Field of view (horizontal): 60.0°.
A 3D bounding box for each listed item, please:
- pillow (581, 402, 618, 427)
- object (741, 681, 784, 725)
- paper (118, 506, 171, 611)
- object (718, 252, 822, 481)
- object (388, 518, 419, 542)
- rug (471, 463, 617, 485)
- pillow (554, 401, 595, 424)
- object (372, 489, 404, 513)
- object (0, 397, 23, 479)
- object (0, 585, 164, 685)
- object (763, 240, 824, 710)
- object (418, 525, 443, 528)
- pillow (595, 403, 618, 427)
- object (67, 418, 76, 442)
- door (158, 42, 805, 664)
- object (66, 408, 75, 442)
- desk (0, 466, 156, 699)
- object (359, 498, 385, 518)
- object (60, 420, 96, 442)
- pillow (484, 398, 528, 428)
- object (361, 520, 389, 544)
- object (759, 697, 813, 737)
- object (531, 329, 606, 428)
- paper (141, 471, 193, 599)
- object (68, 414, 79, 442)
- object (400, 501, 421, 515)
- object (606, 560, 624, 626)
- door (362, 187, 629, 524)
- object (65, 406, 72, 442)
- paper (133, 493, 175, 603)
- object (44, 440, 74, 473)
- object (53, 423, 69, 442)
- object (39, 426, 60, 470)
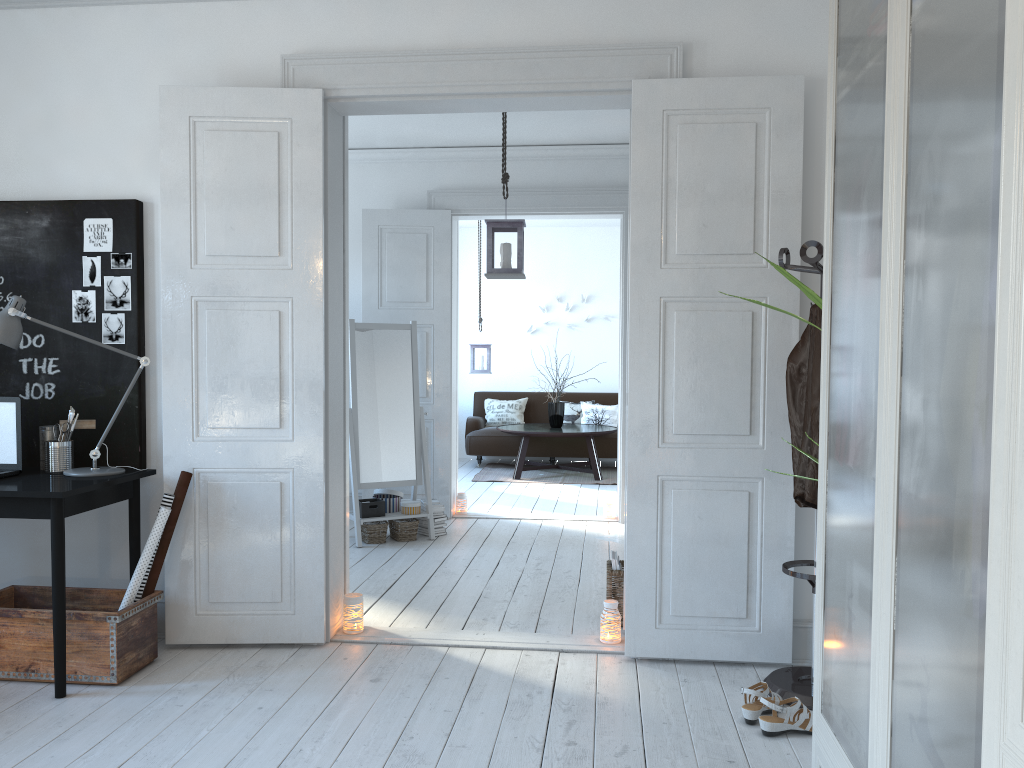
[{"bbox_3d":[1.004,0.359,10.158,0.471,0.309,0.188,1,2,7],"label":"pillow"},{"bbox_3d":[0.873,1.093,3.110,0.099,0.126,0.272,2,3,39],"label":"object"},{"bbox_3d":[-1.486,0.796,3.486,0.283,0.627,0.041,0,3,-16],"label":"paper"},{"bbox_3d":[1.035,0.402,2.326,1.043,1.555,0.288,2,3,36],"label":"object"},{"bbox_3d":[-0.747,0.991,6.080,0.185,0.140,0.295,0,2,-22],"label":"object"},{"bbox_3d":[0.484,0.938,9.482,1.710,0.055,1.455,1,2,7],"label":"rug"},{"bbox_3d":[0.722,0.363,10.266,0.473,0.348,0.158,1,3,4],"label":"pillow"},{"bbox_3d":[-0.865,0.798,6.163,0.207,0.159,0.241,1,2,14],"label":"object"},{"bbox_3d":[-2.201,0.212,3.420,0.445,0.315,0.325,1,2,6],"label":"object"},{"bbox_3d":[-1.771,0.986,3.496,0.664,0.282,0.339,1,2,6],"label":"object"},{"bbox_3d":[1.136,0.322,3.272,0.374,1.660,0.374,1,3,14],"label":"object"},{"bbox_3d":[-0.576,0.994,6.233,0.111,0.014,0.156,-1,2,-41],"label":"object"},{"bbox_3d":[1.216,0.370,10.249,0.542,0.288,0.182,1,2,7],"label":"pillow"},{"bbox_3d":[-1.841,0.251,3.664,0.009,0.222,0.082,2,3,36],"label":"object"},{"bbox_3d":[-0.139,-0.124,3.834,2.598,2.507,0.577,1,3,6],"label":"door"},{"bbox_3d":[-1.842,0.229,3.673,0.062,0.264,0.012,-2,4,-41],"label":"object"},{"bbox_3d":[-2.124,0.745,3.523,1.159,0.759,0.650,1,2,6],"label":"desk"},{"bbox_3d":[-0.955,0.832,5.942,0.165,0.103,0.155,-1,2,-29],"label":"object"},{"bbox_3d":[-1.818,0.255,3.710,0.138,0.209,0.034,0,3,-14],"label":"object"},{"bbox_3d":[-0.076,0.342,10.391,0.519,0.367,0.238,1,2,6],"label":"pillow"},{"bbox_3d":[-0.943,0.992,5.993,0.185,0.140,0.295,0,2,-22],"label":"object"},{"bbox_3d":[0.948,1.098,2.961,0.272,0.126,0.099,0,2,-21],"label":"object"},{"bbox_3d":[0.588,-0.064,9.334,0.845,1.067,0.525,-1,3,-23],"label":"object"},{"bbox_3d":[-1.446,0.733,3.609,0.297,0.747,0.048,-2,3,-39],"label":"paper"},{"bbox_3d":[-1.830,0.242,3.657,0.084,0.240,0.009,0,3,-17],"label":"object"},{"bbox_3d":[-0.690,0.843,6.050,0.142,0.074,0.142,0,2,-10],"label":"object"},{"bbox_3d":[0.582,0.990,4.199,0.270,0.265,0.223,1,2,6],"label":"object"},{"bbox_3d":[0.187,-0.210,6.829,2.598,2.507,0.577,1,3,6],"label":"door"},{"bbox_3d":[-1.847,0.225,3.673,0.008,0.268,0.060,2,3,23],"label":"object"},{"bbox_3d":[-1.480,0.778,3.544,0.266,0.669,0.043,-2,3,-39],"label":"paper"},{"bbox_3d":[-1.870,0.300,3.664,0.108,0.128,0.108,1,2,21],"label":"object"},{"bbox_3d":[-1.880,0.259,3.674,0.081,0.198,0.050,2,3,31],"label":"object"},{"bbox_3d":[-1.952,0.272,3.744,0.079,0.188,0.079,0,3,-15],"label":"object"}]
